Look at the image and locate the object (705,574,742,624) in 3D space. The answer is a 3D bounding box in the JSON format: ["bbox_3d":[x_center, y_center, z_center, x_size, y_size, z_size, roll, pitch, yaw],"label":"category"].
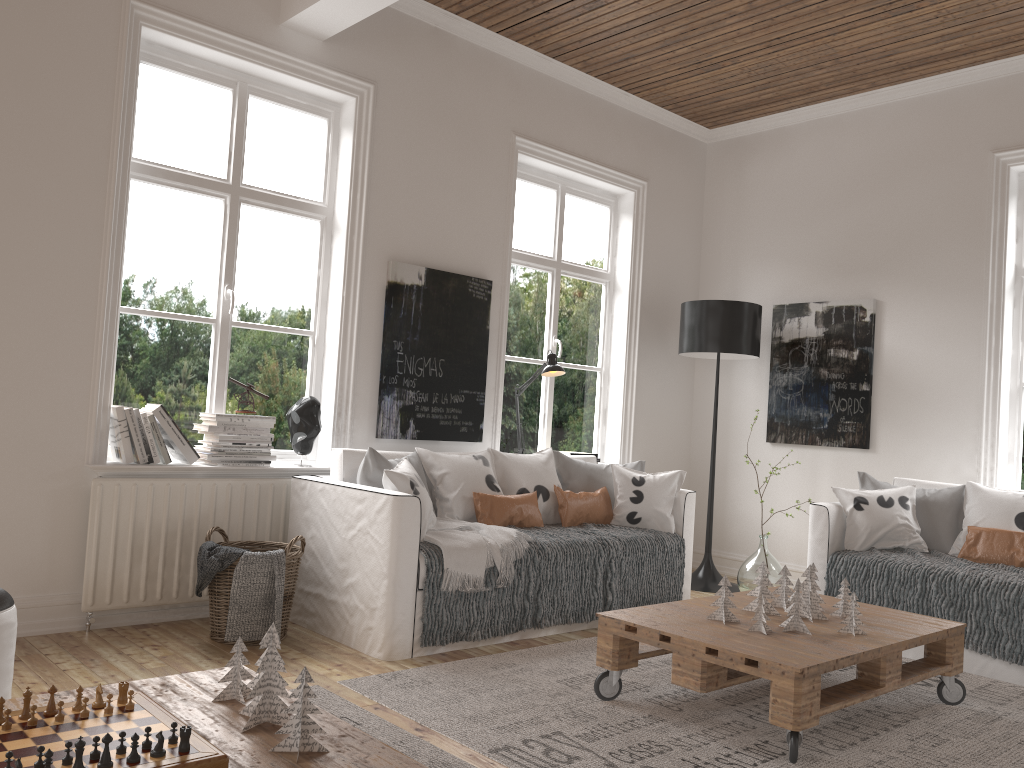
[{"bbox_3d":[0.741,0.743,3.085,0.088,0.161,0.093,5,-3,-33],"label":"object"}]

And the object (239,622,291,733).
[{"bbox_3d":[-0.495,0.593,1.827,0.111,0.204,0.118,4,-2,-19],"label":"object"}]

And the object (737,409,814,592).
[{"bbox_3d":[1.575,0.714,5.187,0.515,1.117,0.275,5,-3,-25],"label":"object"}]

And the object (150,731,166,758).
[{"bbox_3d":[-0.611,0.620,1.535,0.026,0.044,0.026,3,-2,3],"label":"object"}]

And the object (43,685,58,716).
[{"bbox_3d":[-0.883,0.605,1.703,0.025,0.055,0.025,4,-2,-10],"label":"object"}]

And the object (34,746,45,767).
[{"bbox_3d":[-0.771,0.610,1.450,0.017,0.037,0.017,5,-3,-23],"label":"object"}]

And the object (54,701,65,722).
[{"bbox_3d":[-0.851,0.615,1.670,0.017,0.037,0.017,5,-3,-23],"label":"object"}]

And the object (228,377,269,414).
[{"bbox_3d":[-1.213,0.054,4.081,0.177,0.161,0.092,3,-2,16],"label":"object"}]

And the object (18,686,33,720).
[{"bbox_3d":[-0.915,0.600,1.672,0.025,0.058,0.025,3,-2,3],"label":"object"}]

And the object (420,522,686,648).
[{"bbox_3d":[0.080,0.889,4.247,1.680,0.423,0.651,6,-3,-42],"label":"object"}]

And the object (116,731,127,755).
[{"bbox_3d":[-0.675,0.620,1.535,0.017,0.037,0.017,5,-3,-23],"label":"object"}]

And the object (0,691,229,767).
[{"bbox_3d":[-0.797,0.650,1.573,0.429,0.036,0.429,6,-3,-42],"label":"object"}]

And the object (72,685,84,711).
[{"bbox_3d":[-0.846,0.612,1.733,0.022,0.047,0.022,4,-2,-10],"label":"object"}]

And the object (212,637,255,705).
[{"bbox_3d":[-0.604,0.625,1.956,0.079,0.137,0.075,3,-2,6],"label":"object"}]

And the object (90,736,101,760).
[{"bbox_3d":[-0.707,0.617,1.506,0.017,0.037,0.017,5,-3,-23],"label":"object"}]

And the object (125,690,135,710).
[{"bbox_3d":[-0.755,0.624,1.756,0.017,0.037,0.017,5,-3,-23],"label":"object"}]

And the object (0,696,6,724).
[{"bbox_3d":[-0.947,0.602,1.643,0.022,0.047,0.022,4,-2,-10],"label":"object"}]

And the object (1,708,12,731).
[{"bbox_3d":[-0.917,0.608,1.611,0.017,0.037,0.017,5,-3,-23],"label":"object"}]

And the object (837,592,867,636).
[{"bbox_3d":[1.158,0.775,3.011,0.073,0.142,0.072,5,-3,-34],"label":"object"}]

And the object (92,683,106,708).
[{"bbox_3d":[-0.818,0.617,1.760,0.026,0.044,0.026,3,-2,3],"label":"object"}]

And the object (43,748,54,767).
[{"bbox_3d":[-0.740,0.606,1.416,0.022,0.047,0.022,3,-2,16],"label":"object"}]

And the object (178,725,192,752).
[{"bbox_3d":[-0.576,0.625,1.563,0.019,0.040,0.019,4,-2,-8],"label":"object"}]

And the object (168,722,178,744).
[{"bbox_3d":[-0.608,0.626,1.594,0.017,0.037,0.017,5,-3,-23],"label":"object"}]

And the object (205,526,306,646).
[{"bbox_3d":[-1.065,0.820,3.638,0.393,0.432,0.393,4,-2,-20],"label":"object"}]

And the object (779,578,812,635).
[{"bbox_3d":[0.962,0.745,3.003,0.097,0.178,0.103,3,-2,11],"label":"object"}]

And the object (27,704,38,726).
[{"bbox_3d":[-0.885,0.611,1.640,0.017,0.037,0.017,5,-3,-23],"label":"object"}]

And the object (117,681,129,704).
[{"bbox_3d":[-0.784,0.622,1.789,0.019,0.040,0.019,4,-2,-8],"label":"object"}]

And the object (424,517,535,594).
[{"bbox_3d":[-0.245,0.722,3.964,0.588,0.255,0.729,5,-3,-38],"label":"object"}]

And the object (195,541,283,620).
[{"bbox_3d":[-1.109,0.809,3.582,0.303,0.332,0.367,2,-3,39],"label":"object"}]

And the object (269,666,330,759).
[{"bbox_3d":[-0.397,0.614,1.678,0.082,0.160,0.082,2,-3,37],"label":"object"}]

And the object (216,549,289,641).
[{"bbox_3d":[-1.054,0.831,3.595,0.290,0.356,0.349,4,-2,-13],"label":"object"}]

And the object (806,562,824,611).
[{"bbox_3d":[1.156,0.774,3.415,0.090,0.176,0.090,3,-2,10],"label":"object"}]

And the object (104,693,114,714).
[{"bbox_3d":[-0.784,0.621,1.727,0.017,0.037,0.017,5,-3,-23],"label":"object"}]

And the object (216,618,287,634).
[{"bbox_3d":[-1.072,0.932,3.638,0.280,0.186,0.291,2,-3,33],"label":"object"}]

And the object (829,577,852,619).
[{"bbox_3d":[1.229,0.788,3.278,0.075,0.147,0.075,4,-2,-10],"label":"object"}]

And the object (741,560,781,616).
[{"bbox_3d":[0.920,0.745,3.265,0.112,0.193,0.106,4,-2,-14],"label":"object"}]

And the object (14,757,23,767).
[{"bbox_3d":[-0.774,0.604,1.387,0.026,0.044,0.026,3,-2,3],"label":"object"}]

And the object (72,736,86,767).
[{"bbox_3d":[-0.705,0.603,1.446,0.025,0.058,0.025,3,-2,3],"label":"object"}]

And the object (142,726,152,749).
[{"bbox_3d":[-0.643,0.623,1.564,0.017,0.037,0.017,5,-3,-23],"label":"object"}]

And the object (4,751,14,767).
[{"bbox_3d":[-0.806,0.607,1.420,0.017,0.037,0.017,5,-3,-23],"label":"object"}]

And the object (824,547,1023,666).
[{"bbox_3d":[2.288,0.968,3.808,0.656,0.390,1.704,6,-3,-42],"label":"object"}]

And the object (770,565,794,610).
[{"bbox_3d":[1.043,0.772,3.387,0.090,0.164,0.095,5,-3,-35],"label":"object"}]

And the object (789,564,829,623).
[{"bbox_3d":[1.081,0.752,3.219,0.113,0.195,0.107,5,-3,-35],"label":"object"}]

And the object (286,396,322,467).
[{"bbox_3d":[-1.004,0.225,4.271,0.171,0.340,0.177,4,-2,-6],"label":"object"}]

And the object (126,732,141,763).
[{"bbox_3d":[-0.641,0.615,1.506,0.022,0.047,0.022,4,-2,-10],"label":"object"}]

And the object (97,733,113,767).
[{"bbox_3d":[-0.674,0.608,1.475,0.025,0.055,0.025,4,-2,-10],"label":"object"}]

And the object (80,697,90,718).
[{"bbox_3d":[-0.817,0.618,1.698,0.017,0.037,0.017,5,-3,-23],"label":"object"}]

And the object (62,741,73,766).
[{"bbox_3d":[-0.739,0.613,1.476,0.017,0.037,0.017,5,-3,-23],"label":"object"}]
